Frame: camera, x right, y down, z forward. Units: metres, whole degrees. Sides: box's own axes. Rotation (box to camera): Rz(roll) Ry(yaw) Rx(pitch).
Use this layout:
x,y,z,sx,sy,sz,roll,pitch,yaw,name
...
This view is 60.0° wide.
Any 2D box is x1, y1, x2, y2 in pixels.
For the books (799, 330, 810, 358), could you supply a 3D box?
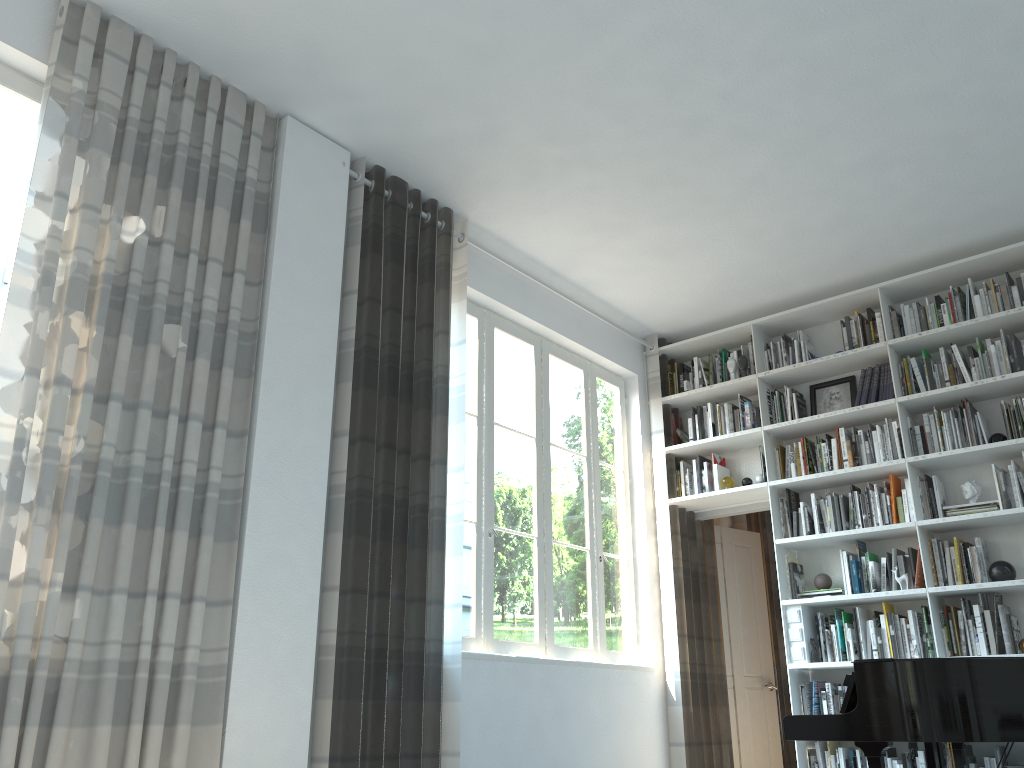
x,y,z,sx,sy,sz,roll,pitch,yaw,name
1.964,-0.202,5.910,0.015,0.292,0.131,-16,-26,37,books

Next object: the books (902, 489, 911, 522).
x,y,z,sx,sy,sz,roll,pitch,yaw,name
2.337,0.742,5.211,0.031,0.222,0.145,-16,-26,37,books

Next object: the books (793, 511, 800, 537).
x,y,z,sx,sy,sz,roll,pitch,yaw,name
1.819,0.908,5.585,0.037,0.181,0.189,-16,-26,37,books

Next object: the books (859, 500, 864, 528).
x,y,z,sx,sy,sz,roll,pitch,yaw,name
2.144,0.810,5.362,0.021,0.204,0.130,-16,-26,37,books

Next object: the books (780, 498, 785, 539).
x,y,z,sx,sy,sz,roll,pitch,yaw,name
1.767,0.886,5.671,0.012,0.284,0.160,-16,-26,37,books

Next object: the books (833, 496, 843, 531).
x,y,z,sx,sy,sz,roll,pitch,yaw,name
2.027,0.821,5.435,0.024,0.236,0.167,-16,-26,37,books

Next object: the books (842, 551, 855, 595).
x,y,z,sx,sy,sz,roll,pitch,yaw,name
2.036,1.149,5.319,0.024,0.272,0.150,-16,-26,37,books

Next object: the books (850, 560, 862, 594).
x,y,z,sx,sy,sz,roll,pitch,yaw,name
2.067,1.160,5.257,0.029,0.207,0.190,-16,-26,37,books

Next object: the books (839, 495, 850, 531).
x,y,z,sx,sy,sz,roll,pitch,yaw,name
2.058,0.813,5.422,0.023,0.241,0.185,-16,-26,37,books

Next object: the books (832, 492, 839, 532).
x,y,z,sx,sy,sz,roll,pitch,yaw,name
2.024,0.814,5.463,0.011,0.270,0.158,-16,-26,37,books

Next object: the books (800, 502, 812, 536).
x,y,z,sx,sy,sz,roll,pitch,yaw,name
1.863,0.871,5.563,0.022,0.234,0.177,-16,-26,37,books

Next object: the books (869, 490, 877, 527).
x,y,z,sx,sy,sz,roll,pitch,yaw,name
2.196,0.774,5.334,0.011,0.250,0.139,-16,-26,37,books

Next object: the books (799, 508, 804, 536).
x,y,z,sx,sy,sz,roll,pitch,yaw,name
1.849,0.895,5.589,0.042,0.208,0.143,-16,-26,37,books

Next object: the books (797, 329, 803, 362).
x,y,z,sx,sy,sz,roll,pitch,yaw,name
1.948,-0.207,5.909,0.007,0.300,0.145,-16,-26,37,books

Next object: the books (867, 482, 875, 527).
x,y,z,sx,sy,sz,roll,pitch,yaw,name
2.191,0.754,5.353,0.011,0.303,0.130,-16,-26,37,books

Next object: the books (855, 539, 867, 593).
x,y,z,sx,sy,sz,roll,pitch,yaw,name
2.103,1.105,5.292,0.011,0.334,0.153,-16,-26,37,books

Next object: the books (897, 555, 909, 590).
x,y,z,sx,sy,sz,roll,pitch,yaw,name
2.278,1.104,5.110,0.030,0.207,0.172,-16,-26,37,books

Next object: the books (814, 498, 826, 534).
x,y,z,sx,sy,sz,roll,pitch,yaw,name
1.934,0.847,5.514,0.011,0.245,0.176,-16,-26,37,books

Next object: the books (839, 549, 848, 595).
x,y,z,sx,sy,sz,roll,pitch,yaw,name
2.022,1.148,5.332,0.012,0.284,0.160,-16,-26,37,books

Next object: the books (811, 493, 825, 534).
x,y,z,sx,sy,sz,roll,pitch,yaw,name
1.926,0.836,5.536,0.024,0.280,0.174,-16,-26,37,books

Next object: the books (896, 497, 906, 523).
x,y,z,sx,sy,sz,roll,pitch,yaw,name
2.314,0.768,5.222,0.030,0.182,0.152,-16,-26,37,books

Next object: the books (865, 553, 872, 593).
x,y,z,sx,sy,sz,roll,pitch,yaw,name
2.139,1.135,5.248,0.022,0.248,0.129,-16,-26,37,books

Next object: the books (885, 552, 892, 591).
x,y,z,sx,sy,sz,roll,pitch,yaw,name
2.228,1.113,5.180,0.013,0.241,0.141,-16,-26,37,books

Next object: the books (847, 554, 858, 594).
x,y,z,sx,sy,sz,roll,pitch,yaw,name
2.062,1.153,5.305,0.031,0.254,0.143,-16,-26,37,books

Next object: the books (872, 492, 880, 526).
x,y,z,sx,sy,sz,roll,pitch,yaw,name
2.217,0.777,5.327,0.028,0.241,0.132,-16,-26,37,books

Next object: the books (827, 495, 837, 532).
x,y,z,sx,sy,sz,roll,pitch,yaw,name
2.000,0.824,5.456,0.021,0.246,0.189,-16,-26,37,books

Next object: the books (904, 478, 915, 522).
x,y,z,sx,sy,sz,roll,pitch,yaw,name
2.363,0.708,5.208,0.027,0.284,0.148,-16,-26,37,books

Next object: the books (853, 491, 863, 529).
x,y,z,sx,sy,sz,roll,pitch,yaw,name
2.128,0.791,5.383,0.021,0.255,0.156,-16,-26,37,books

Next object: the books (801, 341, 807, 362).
x,y,z,sx,sy,sz,roll,pitch,yaw,name
1.964,-0.168,5.873,0.014,0.201,0.171,-16,-26,37,books

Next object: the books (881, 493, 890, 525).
x,y,z,sx,sy,sz,roll,pitch,yaw,name
2.250,0.772,5.285,0.021,0.220,0.149,-16,-26,37,books

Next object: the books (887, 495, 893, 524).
x,y,z,sx,sy,sz,roll,pitch,yaw,name
2.267,0.770,5.256,0.013,0.202,0.162,-16,-26,37,books

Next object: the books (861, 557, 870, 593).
x,y,z,sx,sy,sz,roll,pitch,yaw,name
2.123,1.151,5.266,0.031,0.230,0.148,-16,-26,37,books

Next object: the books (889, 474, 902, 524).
x,y,z,sx,sy,sz,roll,pitch,yaw,name
2.286,0.708,5.263,0.035,0.324,0.170,-16,-26,37,books

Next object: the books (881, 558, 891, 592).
x,y,z,sx,sy,sz,roll,pitch,yaw,name
2.202,1.134,5.197,0.056,0.213,0.143,-16,-26,37,books

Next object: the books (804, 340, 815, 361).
x,y,z,sx,sy,sz,roll,pitch,yaw,name
1.980,-0.172,5.874,0.013,0.209,0.137,-16,-26,37,books

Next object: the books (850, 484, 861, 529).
x,y,z,sx,sy,sz,roll,pitch,yaw,name
2.108,0.771,5.393,0.013,0.298,0.152,-16,-26,37,books

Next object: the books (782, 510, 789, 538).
x,y,z,sx,sy,sz,roll,pitch,yaw,name
1.776,0.915,5.640,0.026,0.208,0.155,-16,-26,37,books

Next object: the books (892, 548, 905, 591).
x,y,z,sx,sy,sz,roll,pitch,yaw,name
2.247,1.094,5.150,0.060,0.254,0.159,-16,-26,37,books

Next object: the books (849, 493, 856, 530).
x,y,z,sx,sy,sz,roll,pitch,yaw,name
2.096,0.804,5.416,0.048,0.255,0.142,-16,-26,37,books

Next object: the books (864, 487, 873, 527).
x,y,z,sx,sy,sz,roll,pitch,yaw,name
2.172,0.767,5.343,0.012,0.271,0.145,-16,-26,37,books

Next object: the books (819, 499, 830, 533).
x,y,z,sx,sy,sz,roll,pitch,yaw,name
1.972,0.848,5.512,0.049,0.242,0.139,-16,-26,37,books

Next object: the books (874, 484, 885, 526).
x,y,z,sx,sy,sz,roll,pitch,yaw,name
2.215,0.749,5.299,0.015,0.274,0.157,-16,-26,37,books

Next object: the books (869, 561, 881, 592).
x,y,z,sx,sy,sz,roll,pitch,yaw,name
2.148,1.146,5.194,0.029,0.189,0.189,-16,-26,37,books

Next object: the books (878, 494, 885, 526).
x,y,z,sx,sy,sz,roll,pitch,yaw,name
2.234,0.776,5.291,0.012,0.216,0.160,-16,-26,37,books

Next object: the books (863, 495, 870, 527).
x,y,z,sx,sy,sz,roll,pitch,yaw,name
2.166,0.792,5.346,0.013,0.227,0.152,-16,-26,37,books

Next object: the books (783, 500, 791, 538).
x,y,z,sx,sy,sz,roll,pitch,yaw,name
1.783,0.878,5.623,0.027,0.265,0.176,-16,-26,37,books

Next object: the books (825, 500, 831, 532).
x,y,z,sx,sy,sz,roll,pitch,yaw,name
1.985,0.841,5.477,0.014,0.229,0.148,-16,-26,37,books

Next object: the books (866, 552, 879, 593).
x,y,z,sx,sy,sz,roll,pitch,yaw,name
2.140,1.125,5.225,0.011,0.249,0.172,-16,-26,37,books

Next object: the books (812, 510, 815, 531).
x,y,z,sx,sy,sz,roll,pitch,yaw,name
1.923,0.891,5.549,0.021,0.187,0.129,-16,-26,37,books

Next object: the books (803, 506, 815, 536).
x,y,z,sx,sy,sz,roll,pitch,yaw,name
1.876,0.877,5.535,0.028,0.203,0.188,-16,-26,37,books

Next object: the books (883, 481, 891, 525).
x,y,z,sx,sy,sz,roll,pitch,yaw,name
2.266,0.736,5.291,0.015,0.291,0.144,-16,-26,37,books

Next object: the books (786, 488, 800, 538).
x,y,z,sx,sy,sz,roll,pitch,yaw,name
1.796,0.841,5.622,0.012,0.332,0.185,-16,-26,37,books

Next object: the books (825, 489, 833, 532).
x,y,z,sx,sy,sz,roll,pitch,yaw,name
1.993,0.808,5.479,0.011,0.292,0.184,-16,-26,37,books

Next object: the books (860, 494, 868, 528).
x,y,z,sx,sy,sz,roll,pitch,yaw,name
2.148,0.791,5.345,0.013,0.228,0.177,-16,-26,37,books
